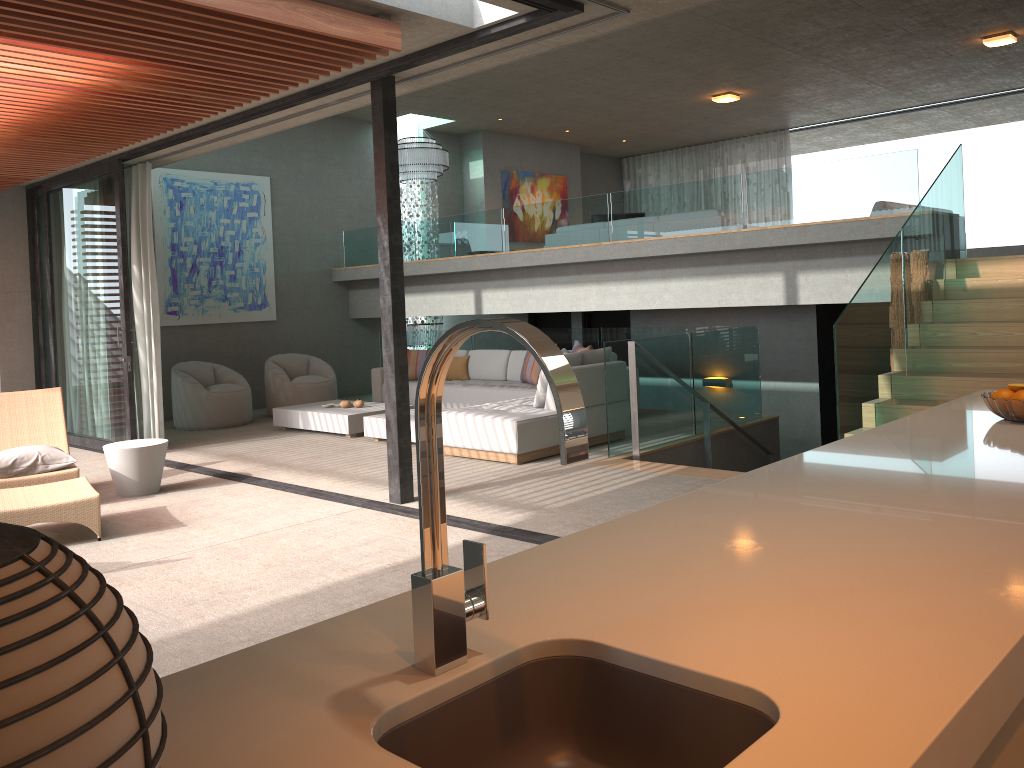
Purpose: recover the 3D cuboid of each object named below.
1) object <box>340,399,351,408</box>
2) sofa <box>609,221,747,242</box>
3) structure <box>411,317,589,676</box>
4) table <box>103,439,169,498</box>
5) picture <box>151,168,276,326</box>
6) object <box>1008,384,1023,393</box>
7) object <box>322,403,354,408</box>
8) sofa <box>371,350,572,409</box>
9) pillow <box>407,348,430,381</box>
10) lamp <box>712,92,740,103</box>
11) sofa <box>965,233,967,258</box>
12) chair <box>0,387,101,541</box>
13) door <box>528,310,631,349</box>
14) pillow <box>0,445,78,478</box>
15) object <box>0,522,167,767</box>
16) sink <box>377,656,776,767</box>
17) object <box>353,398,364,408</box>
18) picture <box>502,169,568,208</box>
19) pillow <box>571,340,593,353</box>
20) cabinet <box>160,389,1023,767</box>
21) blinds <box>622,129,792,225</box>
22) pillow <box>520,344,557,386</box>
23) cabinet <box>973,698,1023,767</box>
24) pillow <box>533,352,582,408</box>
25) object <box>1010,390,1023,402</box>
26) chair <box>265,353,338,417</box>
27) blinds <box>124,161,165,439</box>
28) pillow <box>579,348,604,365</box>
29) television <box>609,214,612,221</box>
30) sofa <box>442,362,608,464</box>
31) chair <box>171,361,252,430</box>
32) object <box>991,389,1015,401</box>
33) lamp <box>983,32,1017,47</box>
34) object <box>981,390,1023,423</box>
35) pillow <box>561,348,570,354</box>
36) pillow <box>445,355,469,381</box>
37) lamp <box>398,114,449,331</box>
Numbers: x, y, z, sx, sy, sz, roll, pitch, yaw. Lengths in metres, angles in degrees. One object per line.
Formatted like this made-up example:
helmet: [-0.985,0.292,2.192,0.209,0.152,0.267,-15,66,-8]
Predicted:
object: [-1.856,0.215,9.856,0.120,0.106,0.119,-5,4,-42]
sofa: [1.883,-1.868,12.306,3.246,0.863,0.978,2,6,43]
structure: [-0.006,0.140,1.065,0.258,0.441,0.097,-1,2,43]
table: [-2.943,0.662,6.940,0.474,0.392,0.477,-1,4,25]
picture: [-4.013,-1.851,12.015,0.030,2.046,1.726,-2,2,43]
object: [1.726,0.049,2.925,0.173,0.100,0.096,-3,3,-2]
object: [-1.926,0.242,9.969,0.437,0.040,0.155,-3,5,-1]
sofa: [-0.209,-0.014,10.561,3.458,0.752,1.053,2,6,43]
pillow: [-1.104,-0.247,11.376,0.655,0.441,0.341,-3,2,-3]
lamp: [3.206,-4.287,13.250,0.300,0.092,0.301,2,7,43]
sofa: [5.322,-2.015,12.271,0.974,0.862,3.259,1,6,43]
chair: [-3.459,0.530,6.270,0.702,0.825,2.297,-4,5,-32]
door: [1.016,0.080,5.285,5.768,4.464,15.393,-2,5,16]
pillow: [-3.605,0.565,6.575,0.597,0.194,0.594,-6,6,-35]
object: [-0.408,0.257,0.578,0.340,0.334,0.341,0,4,35]
sink: [0.075,0.458,0.978,0.374,0.134,0.375,2,7,43]
object: [-1.704,0.211,9.826,0.119,0.106,0.120,-3,3,-12]
picture: [0.460,-3.206,16.072,0.030,1.248,1.757,-2,3,43]
pillow: [0.751,-0.213,9.695,0.279,0.503,0.699,-3,4,-4]
cabinet: [0.896,0.687,1.963,0.800,0.897,4.137,0,5,43]
blinds: [3.762,-3.380,17.545,3.846,2.725,0.223,1,3,43]
pillow: [0.289,-0.219,10.108,0.311,0.493,0.738,-3,4,-23]
cabinet: [1.528,-0.065,0.790,1.964,2.562,7.500,0,5,43]
pillow: [0.418,-0.034,8.030,0.266,0.482,0.494,-1,3,44]
object: [1.638,0.065,2.813,0.094,0.094,0.095,-1,4,32]
chair: [-2.776,-0.003,11.641,0.924,0.786,0.922,-4,4,-23]
blinds: [-4.448,-0.835,9.771,2.423,2.920,0.223,0,2,43]
pillow: [0.749,-0.092,8.379,0.238,0.497,0.494,-1,3,44]
television: [1.900,-2.733,15.706,0.960,0.583,0.189,-3,1,-1]
sofa: [0.209,0.204,8.154,1.012,0.731,1.602,1,6,43]
chair: [-3.671,0.113,10.822,0.925,0.786,0.920,-6,5,-43]
object: [1.620,0.060,2.904,0.087,0.087,0.087,-1,4,34]
lamp: [5.914,-4.167,10.710,0.300,0.092,0.301,2,7,43]
object: [1.704,0.075,2.871,0.315,0.082,0.316,2,7,43]
pillow: [0.544,-0.185,9.907,0.239,0.404,0.596,-3,4,-4]
pillow: [-0.766,-0.201,11.229,0.463,0.324,0.226,-2,2,6]
lamp: [-1.466,-2.374,14.230,0.998,3.935,1.002,-2,1,23]
